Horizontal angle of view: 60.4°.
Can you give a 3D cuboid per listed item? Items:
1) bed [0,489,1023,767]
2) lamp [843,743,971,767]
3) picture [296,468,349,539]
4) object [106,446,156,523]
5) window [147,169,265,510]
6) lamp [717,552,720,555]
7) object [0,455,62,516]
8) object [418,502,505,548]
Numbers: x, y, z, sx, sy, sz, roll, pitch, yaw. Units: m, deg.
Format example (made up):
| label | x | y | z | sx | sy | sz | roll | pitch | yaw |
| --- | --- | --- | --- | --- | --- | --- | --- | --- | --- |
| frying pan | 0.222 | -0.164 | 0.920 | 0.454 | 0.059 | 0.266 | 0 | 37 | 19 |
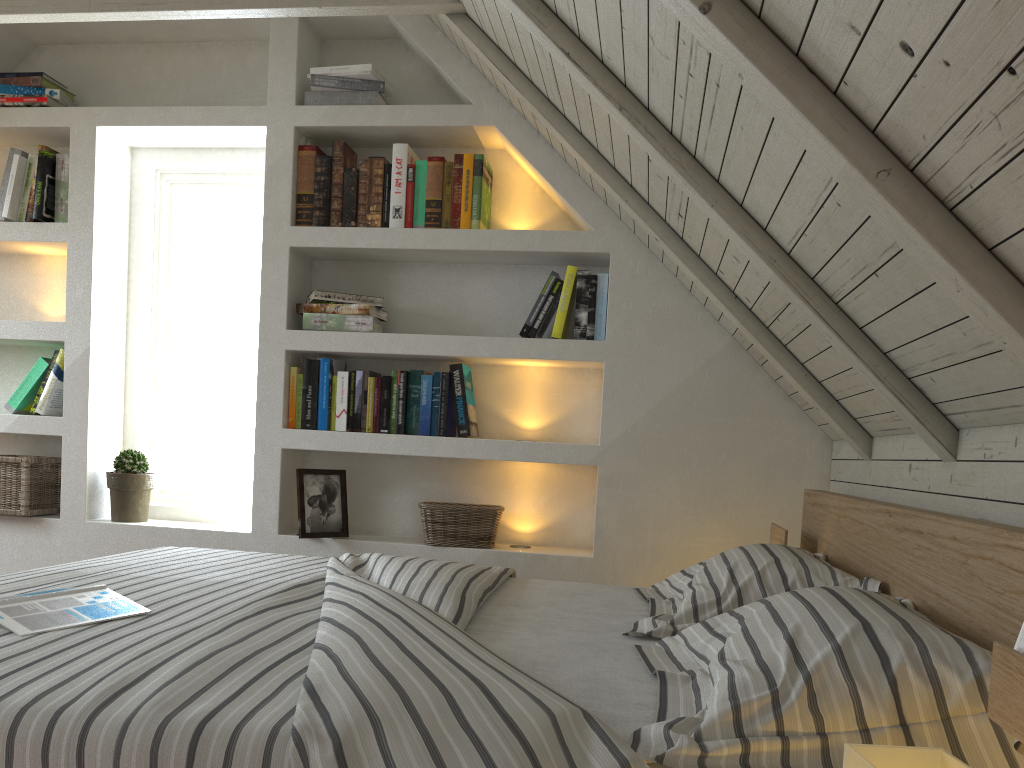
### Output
| label | x | y | z | sx | sy | sz | roll | pitch | yaw |
| --- | --- | --- | --- | --- | --- | --- | --- | --- | --- |
| bed | -0.221 | 0.532 | 1.675 | 1.876 | 0.707 | 1.874 | 3 | -3 | 9 |
| lamp | 0.340 | 0.451 | 0.761 | 0.090 | 0.253 | 0.090 | 3 | 2 | -1 |
| picture | -0.638 | 0.389 | 2.884 | 0.174 | 0.224 | 0.126 | 3 | 1 | -41 |
| object | -1.330 | 0.344 | 3.069 | 0.159 | 0.272 | 0.159 | 3 | 1 | 2 |
| window | -2.205 | -0.360 | 2.369 | 3.099 | 1.380 | 1.398 | 4 | -1 | -14 |
| lamp | 0.589 | 0.585 | 2.361 | 0.090 | 0.253 | 0.090 | 4 | 2 | 16 |
| object | -1.735 | 0.354 | 3.101 | 0.204 | 0.202 | 0.205 | 3 | -1 | 9 |
| object | -0.168 | 0.459 | 2.875 | 0.283 | 0.135 | 0.177 | 3 | -2 | 0 |
